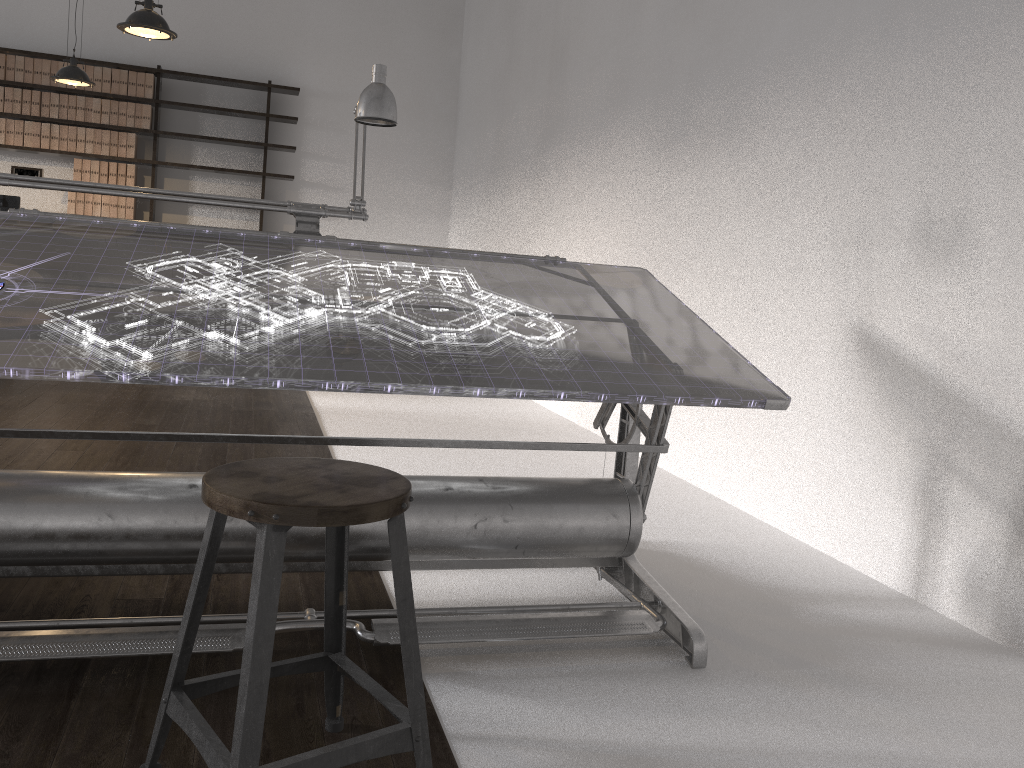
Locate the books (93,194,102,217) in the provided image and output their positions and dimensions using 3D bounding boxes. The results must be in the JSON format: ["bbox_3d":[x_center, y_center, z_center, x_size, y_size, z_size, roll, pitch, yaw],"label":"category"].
[{"bbox_3d":[-3.742,-1.621,8.019,0.066,0.225,0.175,3,5,-17],"label":"books"}]

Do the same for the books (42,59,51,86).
[{"bbox_3d":[-4.087,-2.728,7.806,0.067,0.225,0.175,3,5,-17],"label":"books"}]

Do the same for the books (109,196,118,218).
[{"bbox_3d":[-3.608,-1.615,8.055,0.067,0.225,0.175,3,5,-17],"label":"books"}]

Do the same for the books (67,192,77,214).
[{"bbox_3d":[-3.942,-1.630,7.956,0.067,0.225,0.175,3,5,-17],"label":"books"}]

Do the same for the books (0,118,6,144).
[{"bbox_3d":[-4.450,-2.202,7.752,0.066,0.225,0.175,3,5,-17],"label":"books"}]

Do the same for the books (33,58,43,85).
[{"bbox_3d":[-4.153,-2.732,7.792,0.066,0.225,0.175,3,5,-17],"label":"books"}]

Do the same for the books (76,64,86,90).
[{"bbox_3d":[-3.828,-2.717,7.890,0.066,0.225,0.175,3,5,-17],"label":"books"}]

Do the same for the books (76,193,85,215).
[{"bbox_3d":[-3.876,-1.627,7.980,0.066,0.225,0.175,3,5,-17],"label":"books"}]

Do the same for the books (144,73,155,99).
[{"bbox_3d":[-3.290,-2.693,8.050,0.066,0.225,0.175,3,5,-17],"label":"books"}]

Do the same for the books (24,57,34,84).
[{"bbox_3d":[-4.221,-2.735,7.772,0.066,0.225,0.175,3,5,-17],"label":"books"}]

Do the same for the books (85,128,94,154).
[{"bbox_3d":[-3.777,-2.172,7.955,0.066,0.224,0.175,3,5,-17],"label":"books"}]

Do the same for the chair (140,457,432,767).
[{"bbox_3d":[-0.334,0.408,1.386,0.358,0.526,0.373,1,6,-38],"label":"chair"}]

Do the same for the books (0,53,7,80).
[{"bbox_3d":[-4.426,-2.744,7.704,0.067,0.225,0.175,3,5,-17],"label":"books"}]

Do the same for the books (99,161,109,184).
[{"bbox_3d":[-3.682,-1.892,8.014,0.066,0.225,0.175,3,5,-17],"label":"books"}]

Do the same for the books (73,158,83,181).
[{"bbox_3d":[-3.885,-1.901,7.952,0.066,0.225,0.175,3,5,-17],"label":"books"}]

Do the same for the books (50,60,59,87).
[{"bbox_3d":[-4.024,-2.726,7.830,0.066,0.224,0.175,3,5,-17],"label":"books"}]

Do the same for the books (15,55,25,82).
[{"bbox_3d":[-4.287,-2.737,7.747,0.066,0.225,0.175,3,5,-17],"label":"books"}]

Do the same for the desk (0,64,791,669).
[{"bbox_3d":[-0.487,-0.148,2.232,2.067,1.381,1.082,3,6,-17],"label":"desk"}]

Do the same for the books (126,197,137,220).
[{"bbox_3d":[-3.483,-1.610,8.099,0.066,0.225,0.175,3,5,-17],"label":"books"}]

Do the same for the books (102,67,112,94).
[{"bbox_3d":[-3.624,-2.707,7.946,0.066,0.225,0.175,3,5,-17],"label":"books"}]

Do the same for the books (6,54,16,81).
[{"bbox_3d":[-4.356,-2.741,7.731,0.066,0.225,0.175,3,5,-17],"label":"books"}]

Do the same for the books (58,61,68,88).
[{"bbox_3d":[-3.964,-2.723,7.846,0.066,0.224,0.175,3,5,-17],"label":"books"}]

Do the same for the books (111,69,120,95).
[{"bbox_3d":[-3.555,-2.704,7.967,0.067,0.225,0.175,3,5,-17],"label":"books"}]

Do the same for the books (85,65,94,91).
[{"bbox_3d":[-3.762,-2.714,7.912,0.066,0.225,0.175,3,5,-17],"label":"books"}]

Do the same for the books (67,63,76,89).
[{"bbox_3d":[-3.894,-2.720,7.866,0.067,0.225,0.175,3,5,-17],"label":"books"}]

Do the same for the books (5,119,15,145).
[{"bbox_3d":[-4.385,-2.200,7.775,0.066,0.225,0.175,3,5,-17],"label":"books"}]

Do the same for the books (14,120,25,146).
[{"bbox_3d":[-4.318,-2.196,7.794,0.066,0.225,0.175,3,5,-17],"label":"books"}]

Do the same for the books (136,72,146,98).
[{"bbox_3d":[-3.358,-2.696,8.034,0.066,0.225,0.175,3,5,-17],"label":"books"}]

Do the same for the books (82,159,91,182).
[{"bbox_3d":[-3.817,-1.898,7.973,0.066,0.225,0.175,3,5,-17],"label":"books"}]

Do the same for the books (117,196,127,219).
[{"bbox_3d":[-3.549,-1.613,8.078,0.066,0.224,0.175,3,5,-17],"label":"books"}]

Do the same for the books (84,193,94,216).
[{"bbox_3d":[-3.810,-1.625,8.002,0.066,0.225,0.175,3,5,-17],"label":"books"}]

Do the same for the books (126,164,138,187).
[{"bbox_3d":[-3.466,-1.882,8.077,0.066,0.224,0.175,3,5,-17],"label":"books"}]

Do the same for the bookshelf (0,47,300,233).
[{"bbox_3d":[-6.556,-1.463,7.286,9.168,3.196,0.375,3,5,-17],"label":"bookshelf"}]

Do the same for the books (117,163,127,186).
[{"bbox_3d":[-3.539,-1.886,8.057,0.066,0.224,0.175,3,5,-17],"label":"books"}]

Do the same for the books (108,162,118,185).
[{"bbox_3d":[-3.608,-1.888,8.030,0.067,0.225,0.175,3,5,-17],"label":"books"}]

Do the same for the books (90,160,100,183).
[{"bbox_3d":[-3.748,-1.895,7.989,0.066,0.225,0.175,3,5,-17],"label":"books"}]

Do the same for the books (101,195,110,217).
[{"bbox_3d":[-3.672,-1.618,8.036,0.066,0.225,0.175,3,5,-17],"label":"books"}]
